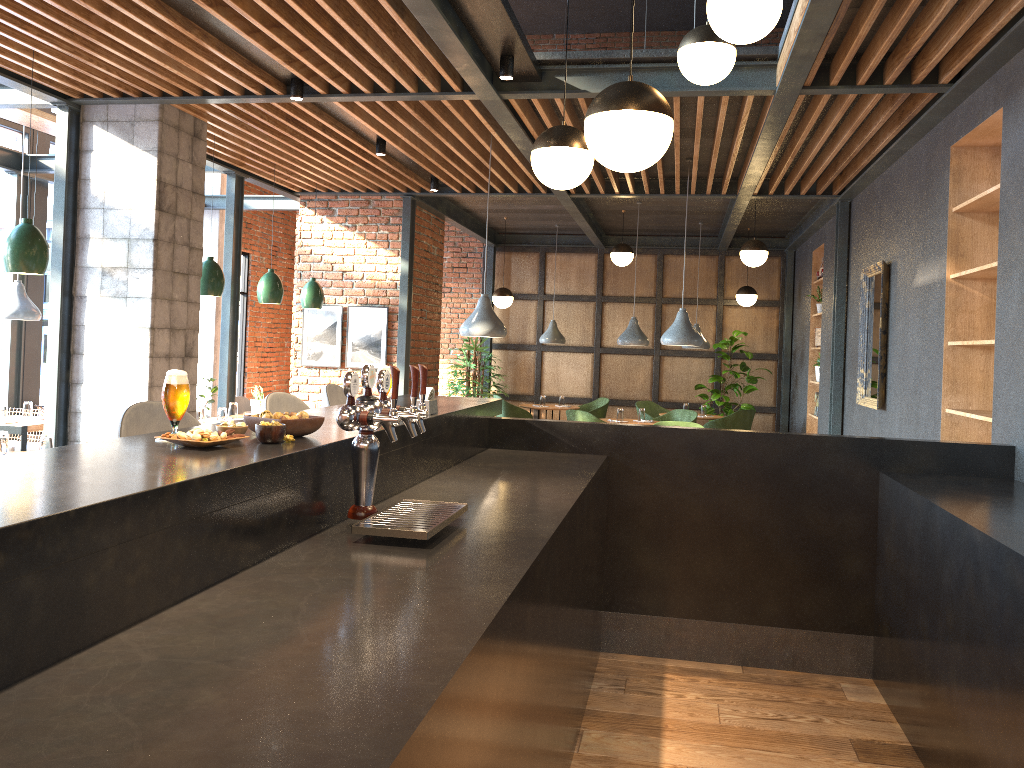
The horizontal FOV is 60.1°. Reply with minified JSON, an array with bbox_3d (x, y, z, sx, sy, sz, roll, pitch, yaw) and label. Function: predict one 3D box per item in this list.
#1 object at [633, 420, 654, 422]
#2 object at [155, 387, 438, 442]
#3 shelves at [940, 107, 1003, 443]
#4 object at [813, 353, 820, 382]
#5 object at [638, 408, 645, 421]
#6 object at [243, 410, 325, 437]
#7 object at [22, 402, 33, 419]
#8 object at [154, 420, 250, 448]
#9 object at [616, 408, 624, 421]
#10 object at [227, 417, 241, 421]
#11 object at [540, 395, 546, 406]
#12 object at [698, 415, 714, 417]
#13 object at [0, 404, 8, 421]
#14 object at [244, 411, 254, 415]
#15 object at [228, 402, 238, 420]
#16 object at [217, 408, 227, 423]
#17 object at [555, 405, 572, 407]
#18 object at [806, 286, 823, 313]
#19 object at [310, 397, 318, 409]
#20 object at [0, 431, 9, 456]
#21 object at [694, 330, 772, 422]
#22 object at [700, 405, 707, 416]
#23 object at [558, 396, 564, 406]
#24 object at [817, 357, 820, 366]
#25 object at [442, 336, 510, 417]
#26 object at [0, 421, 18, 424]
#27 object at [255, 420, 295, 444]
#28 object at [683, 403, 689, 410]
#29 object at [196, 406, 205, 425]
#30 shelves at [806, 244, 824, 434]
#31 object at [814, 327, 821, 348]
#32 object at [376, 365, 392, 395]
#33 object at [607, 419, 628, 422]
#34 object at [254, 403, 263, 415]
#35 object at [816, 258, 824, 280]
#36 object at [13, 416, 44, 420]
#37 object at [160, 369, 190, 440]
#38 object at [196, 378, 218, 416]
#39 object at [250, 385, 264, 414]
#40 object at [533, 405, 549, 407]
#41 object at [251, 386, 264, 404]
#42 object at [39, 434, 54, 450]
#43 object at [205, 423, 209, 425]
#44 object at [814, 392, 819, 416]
[{"bbox_3d":[1.461,0.407,9.781,0.157,0.019,0.243,1,3,-25],"label":"object"},{"bbox_3d":[-0.593,0.078,2.963,0.322,0.106,1.510,3,2,14],"label":"object"},{"bbox_3d":[2.529,0.011,4.640,0.284,2.707,0.835,2,0,11],"label":"shelves"},{"bbox_3d":[3.475,-0.188,9.919,0.213,0.329,0.232,2,1,16],"label":"object"},{"bbox_3d":[1.433,0.339,9.790,0.080,0.138,0.080,2,0,-42],"label":"object"},{"bbox_3d":[-0.644,0.111,2.505,0.168,0.072,0.168,3,2,31],"label":"object"},{"bbox_3d":[-4.004,0.216,7.323,0.080,0.138,0.080,2,0,-14],"label":"object"},{"bbox_3d":[-0.747,0.128,2.261,0.164,0.052,0.292,3,2,19],"label":"object"},{"bbox_3d":[1.178,0.335,9.657,0.080,0.138,0.080,2,0,-42],"label":"object"},{"bbox_3d":[-2.318,0.287,7.320,0.157,0.019,0.243,3,2,11],"label":"object"},{"bbox_3d":[0.405,0.221,11.692,0.080,0.138,0.080,2,0,-11],"label":"object"},{"bbox_3d":[2.361,0.394,10.921,0.242,0.019,0.157,1,3,-35],"label":"object"},{"bbox_3d":[-4.030,0.228,7.011,0.080,0.138,0.080,2,0,13],"label":"object"},{"bbox_3d":[-2.167,0.267,7.589,0.251,0.046,0.253,2,2,-16],"label":"object"},{"bbox_3d":[-2.297,0.222,7.295,0.080,0.138,0.080,2,0,34],"label":"object"},{"bbox_3d":[-2.200,0.250,6.724,0.080,0.138,0.080,2,0,34],"label":"object"},{"bbox_3d":[0.690,0.293,11.809,0.157,0.019,0.243,1,3,-24],"label":"object"},{"bbox_3d":[3.508,-0.957,9.983,0.174,0.329,0.537,2,2,-10],"label":"object"},{"bbox_3d":[-1.878,0.192,8.397,0.080,0.138,0.080,2,0,-16],"label":"object"},{"bbox_3d":[-2.776,0.326,4.814,0.080,0.138,0.080,2,0,-11],"label":"object"},{"bbox_3d":[2.871,0.183,11.625,1.057,1.795,0.721,2,0,21],"label":"object"},{"bbox_3d":[2.368,0.327,10.952,0.080,0.138,0.080,2,0,18],"label":"object"},{"bbox_3d":[0.662,0.225,11.820,0.080,0.138,0.080,2,0,-11],"label":"object"},{"bbox_3d":[3.550,-0.176,10.122,0.173,0.295,0.190,2,0,-15],"label":"object"},{"bbox_3d":[-0.523,0.064,12.241,0.978,1.723,0.914,2,0,-24],"label":"object"},{"bbox_3d":[-4.048,0.294,6.990,0.243,0.019,0.157,3,2,10],"label":"object"},{"bbox_3d":[-0.627,0.125,2.333,0.078,0.060,0.108,3,2,19],"label":"object"},{"bbox_3d":[2.193,0.310,11.181,0.080,0.138,0.080,2,0,-12],"label":"object"},{"bbox_3d":[-2.385,0.241,6.774,0.080,0.138,0.080,2,0,-26],"label":"object"},{"bbox_3d":[3.521,-0.170,9.893,0.284,2.707,0.835,2,0,11],"label":"shelves"},{"bbox_3d":[3.537,-0.526,9.940,0.199,0.241,0.340,2,1,6],"label":"object"},{"bbox_3d":[-0.532,0.011,3.679,0.070,0.178,0.070,2,0,14],"label":"object"},{"bbox_3d":[1.149,0.400,9.658,0.157,0.019,0.243,1,3,-25],"label":"object"},{"bbox_3d":[-2.090,0.230,7.299,0.080,0.138,0.080,2,0,-26],"label":"object"},{"bbox_3d":[3.541,-1.310,9.903,0.204,0.285,0.517,2,2,11],"label":"object"},{"bbox_3d":[-3.981,0.282,7.341,0.243,0.019,0.157,3,2,13],"label":"object"},{"bbox_3d":[-0.875,0.053,2.303,0.070,0.183,0.070,2,0,31],"label":"object"},{"bbox_3d":[-3.931,0.132,10.096,0.860,1.498,0.897,2,0,30],"label":"object"},{"bbox_3d":[-2.183,0.148,7.640,0.146,0.276,0.146,2,0,-9],"label":"object"},{"bbox_3d":[0.376,0.286,11.693,0.157,0.019,0.243,1,3,-24],"label":"object"},{"bbox_3d":[-2.140,0.152,7.521,0.115,0.282,0.128,2,0,6],"label":"object"},{"bbox_3d":[-2.495,0.339,4.749,0.080,0.138,0.080,2,0,-21],"label":"object"},{"bbox_3d":[-2.407,0.305,6.799,0.157,0.019,0.243,3,2,11],"label":"object"},{"bbox_3d":[3.477,0.228,9.943,0.150,0.258,0.521,2,2,10],"label":"object"}]
